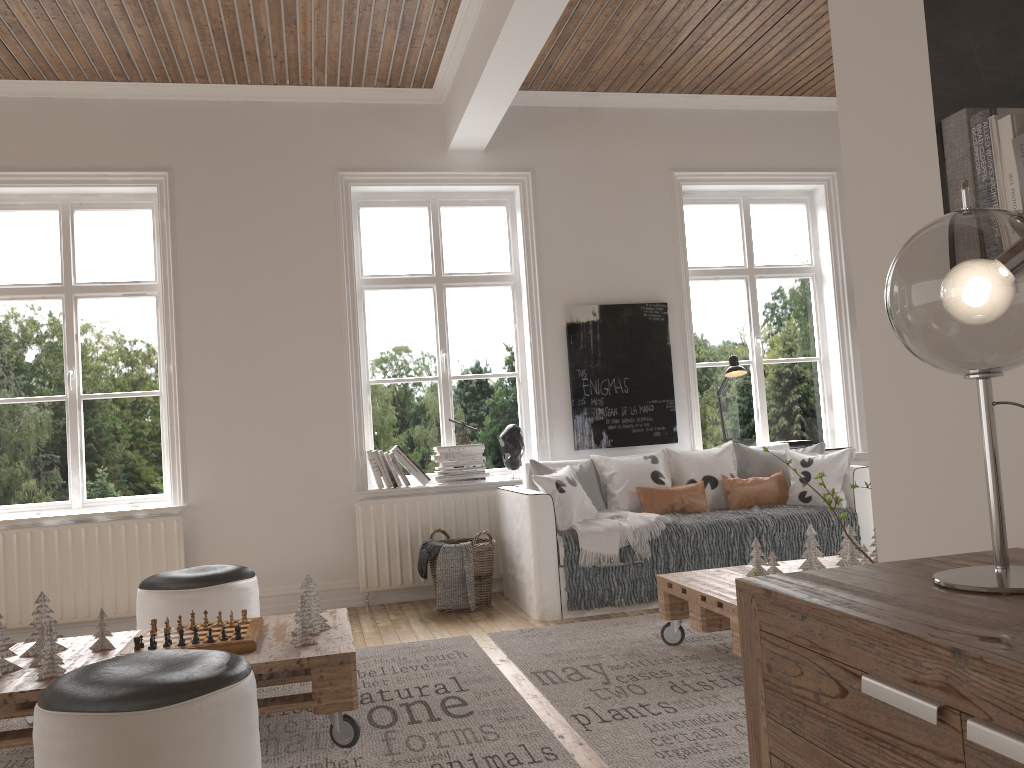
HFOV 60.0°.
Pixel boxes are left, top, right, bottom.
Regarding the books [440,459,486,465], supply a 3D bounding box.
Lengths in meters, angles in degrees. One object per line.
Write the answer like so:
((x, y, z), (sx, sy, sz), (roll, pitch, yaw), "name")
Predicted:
((-0.307, 0.482, 5.460), (0.263, 0.017, 0.167), (-3, -3, -13), "books")

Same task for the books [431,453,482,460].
((-0.344, 0.446, 5.468), (0.296, 0.028, 0.180), (-3, -3, -13), "books")

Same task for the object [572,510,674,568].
((0.574, 0.804, 4.837), (0.588, 0.255, 0.729), (-3, -3, -9), "object")

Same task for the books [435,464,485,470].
((-0.322, 0.510, 5.452), (0.285, 0.012, 0.159), (-3, -3, -13), "books")

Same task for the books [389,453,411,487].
((-0.685, 0.519, 5.370), (0.118, 0.213, 0.161), (-3, -3, -13), "books")

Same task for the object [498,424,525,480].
((0.000, 0.419, 5.499), (0.171, 0.340, 0.177), (-5, -4, 23), "object")

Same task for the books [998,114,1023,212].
((0.758, -0.242, 1.188), (0.200, 0.236, 0.031), (-3, -3, -13), "books")

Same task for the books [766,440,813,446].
((1.851, 0.397, 5.927), (0.239, 0.028, 0.190), (-3, -3, -11), "books")

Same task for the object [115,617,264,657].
((-1.081, 0.872, 3.023), (0.429, 0.036, 0.429), (-3, -3, -13), "object")

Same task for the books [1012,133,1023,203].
((0.734, -0.226, 1.150), (0.141, 0.203, 0.044), (-3, -3, -13), "books")

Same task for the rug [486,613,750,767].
((1.327, 1.048, 3.416), (2.474, 0.003, 2.254), (-3, -3, -13), "rug")

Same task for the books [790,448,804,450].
((1.856, 0.445, 5.919), (0.242, 0.023, 0.191), (-3, -3, -15), "books")

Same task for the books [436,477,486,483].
((-0.315, 0.587, 5.439), (0.285, 0.012, 0.159), (-3, -3, -13), "books")

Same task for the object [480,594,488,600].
((-0.268, 1.142, 4.944), (0.291, 0.186, 0.280), (-2, -4, -27), "object")

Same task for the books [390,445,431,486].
((-0.621, 0.494, 5.390), (0.226, 0.255, 0.176), (-3, -3, -13), "books")

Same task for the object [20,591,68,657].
((-1.611, 0.817, 3.045), (0.108, 0.213, 0.109), (-5, -3, 12), "object")

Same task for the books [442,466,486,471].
((-0.298, 0.520, 5.448), (0.256, 0.013, 0.161), (-3, -3, -13), "books")

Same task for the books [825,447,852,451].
((2.127, 0.441, 5.990), (0.251, 0.012, 0.202), (-3, -3, -11), "books")

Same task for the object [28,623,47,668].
((-1.524, 0.842, 2.881), (0.072, 0.132, 0.076), (-3, -3, -12), "object")

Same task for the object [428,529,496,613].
((-0.278, 1.030, 4.946), (0.393, 0.432, 0.393), (-4, -3, 9), "object")

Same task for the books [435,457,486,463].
((-0.320, 0.466, 5.472), (0.288, 0.016, 0.182), (-3, -3, -13), "books")

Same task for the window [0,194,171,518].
((-2.548, -0.176, 5.117), (1.055, 1.872, 0.120), (-3, -3, -13), "window")

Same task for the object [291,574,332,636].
((-0.704, 0.764, 3.101), (0.111, 0.204, 0.118), (-4, -3, 11), "object")

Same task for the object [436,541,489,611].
((-0.288, 1.040, 4.902), (0.290, 0.356, 0.349), (-5, -3, 16), "object")

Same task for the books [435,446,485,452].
((-0.325, 0.401, 5.458), (0.288, 0.016, 0.182), (-3, -3, -13), "books")

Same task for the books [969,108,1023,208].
((0.742, -0.250, 1.228), (0.193, 0.257, 0.046), (-3, -3, -13), "books")

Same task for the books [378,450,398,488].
((-0.752, 0.512, 5.356), (0.104, 0.232, 0.152), (-3, -3, -13), "books")

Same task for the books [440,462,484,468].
((-0.311, 0.496, 5.449), (0.254, 0.012, 0.161), (-3, -3, -13), "books")

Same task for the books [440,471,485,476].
((-0.304, 0.549, 5.454), (0.254, 0.013, 0.161), (-3, -3, -13), "books")

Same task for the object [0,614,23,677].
((-1.622, 0.805, 2.787), (0.106, 0.208, 0.107), (-4, -3, 3), "object")

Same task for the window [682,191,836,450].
((1.674, -0.404, 6.075), (1.055, 1.872, 0.120), (-3, -3, -13), "window")

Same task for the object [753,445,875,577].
((0.659, 0.453, 1.806), (0.515, 1.117, 0.275), (-7, -5, 44), "object")

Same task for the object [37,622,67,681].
((-1.408, 0.807, 2.707), (0.085, 0.166, 0.085), (-2, -4, -27), "object")

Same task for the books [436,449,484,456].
((-0.322, 0.420, 5.458), (0.273, 0.021, 0.174), (-3, -3, -13), "books")

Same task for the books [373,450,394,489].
((-0.783, 0.512, 5.347), (0.112, 0.235, 0.172), (-3, -3, -13), "books")

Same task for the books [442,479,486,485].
((-0.300, 0.600, 5.445), (0.254, 0.012, 0.161), (-3, -3, -13), "books")

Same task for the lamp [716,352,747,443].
((1.419, 0.155, 5.741), (0.196, 0.703, 0.439), (-3, -3, -13), "lamp")

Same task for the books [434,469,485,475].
((-0.325, 0.538, 5.465), (0.288, 0.016, 0.182), (-3, -3, -13), "books")

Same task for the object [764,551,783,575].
((1.010, 0.708, 3.432), (0.072, 0.124, 0.068), (-2, -4, -28), "object")

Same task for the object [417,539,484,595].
((-0.345, 1.028, 4.920), (0.367, 0.332, 0.303), (-3, -4, -22), "object")

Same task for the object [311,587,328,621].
((-0.731, 0.809, 3.264), (0.079, 0.137, 0.075), (-6, -4, 36), "object")

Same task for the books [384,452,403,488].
((-0.724, 0.518, 5.366), (0.101, 0.218, 0.161), (-3, -3, -13), "books")

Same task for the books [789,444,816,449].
((1.861, 0.422, 5.930), (0.258, 0.023, 0.212), (-3, -3, -13), "books")

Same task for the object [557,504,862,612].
((1.014, 0.915, 4.916), (1.680, 0.423, 0.651), (-3, -3, -12), "object")

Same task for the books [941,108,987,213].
((0.733, -0.254, 1.276), (0.200, 0.271, 0.050), (-3, -3, -13), "books")

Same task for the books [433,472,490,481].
((-0.315, 0.568, 5.450), (0.331, 0.025, 0.176), (-3, -3, -13), "books")

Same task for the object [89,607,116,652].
((-1.412, 0.840, 3.051), (0.077, 0.141, 0.082), (-2, -4, -31), "object")

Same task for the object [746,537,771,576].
((0.996, 0.699, 3.589), (0.088, 0.161, 0.093), (-4, -3, -4), "object")

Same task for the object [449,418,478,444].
((-0.297, 0.284, 5.444), (0.092, 0.161, 0.177), (-1, -5, -45), "object")

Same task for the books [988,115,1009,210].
((0.753, -0.245, 1.205), (0.205, 0.243, 0.019), (-3, -3, -13), "books")

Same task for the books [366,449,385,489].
((-0.828, 0.513, 5.348), (0.093, 0.239, 0.172), (-3, -3, -13), "books")

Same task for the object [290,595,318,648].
((-0.689, 0.774, 2.922), (0.082, 0.160, 0.082), (-2, -4, -24), "object")

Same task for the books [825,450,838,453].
((2.127, 0.453, 5.982), (0.248, 0.014, 0.187), (-3, -3, -15), "books")

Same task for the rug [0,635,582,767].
((-1.156, 1.183, 2.853), (2.474, 0.003, 2.254), (-3, -3, -13), "rug")

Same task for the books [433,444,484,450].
((-0.329, 0.385, 5.447), (0.288, 0.016, 0.182), (-3, -3, -13), "books")

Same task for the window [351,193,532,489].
((-0.436, -0.290, 5.596), (1.055, 1.872, 0.120), (-3, -3, -13), "window")
